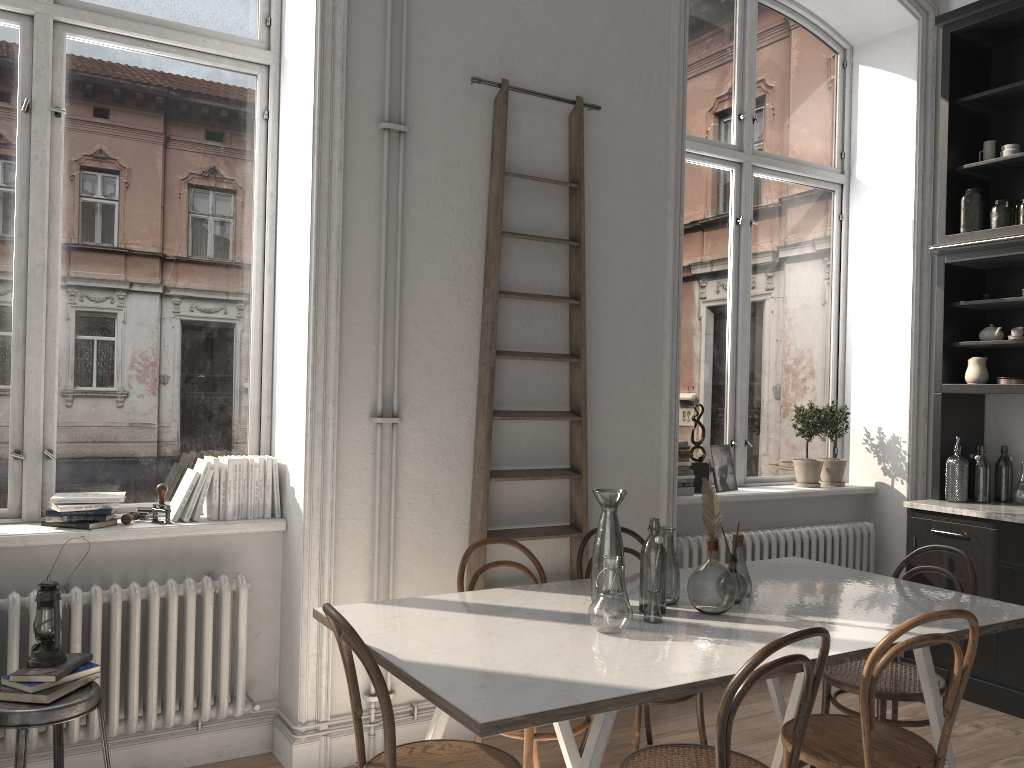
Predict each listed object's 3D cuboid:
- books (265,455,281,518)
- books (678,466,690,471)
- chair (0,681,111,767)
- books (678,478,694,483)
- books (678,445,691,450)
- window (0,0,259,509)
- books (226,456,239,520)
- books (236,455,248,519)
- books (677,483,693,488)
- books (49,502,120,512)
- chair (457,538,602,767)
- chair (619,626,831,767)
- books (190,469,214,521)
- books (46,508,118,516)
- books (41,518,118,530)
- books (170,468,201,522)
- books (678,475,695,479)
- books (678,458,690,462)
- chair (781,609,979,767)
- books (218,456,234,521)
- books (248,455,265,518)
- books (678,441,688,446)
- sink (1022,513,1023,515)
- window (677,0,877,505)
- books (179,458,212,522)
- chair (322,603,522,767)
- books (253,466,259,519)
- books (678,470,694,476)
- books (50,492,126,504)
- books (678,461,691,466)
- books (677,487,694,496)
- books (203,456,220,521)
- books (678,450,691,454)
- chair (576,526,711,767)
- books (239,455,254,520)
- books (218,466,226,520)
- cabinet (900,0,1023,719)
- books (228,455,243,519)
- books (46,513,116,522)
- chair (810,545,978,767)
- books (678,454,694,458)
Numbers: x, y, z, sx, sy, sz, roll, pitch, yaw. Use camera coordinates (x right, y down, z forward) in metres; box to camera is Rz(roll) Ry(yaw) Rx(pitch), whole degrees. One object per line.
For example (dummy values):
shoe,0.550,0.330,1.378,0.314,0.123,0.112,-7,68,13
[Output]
books,-0.997,0.421,3.668,0.040,0.244,0.174,1,0,-31
books,0.822,0.445,4.741,0.205,0.022,0.155,2,-1,-17
chair,-1.447,1.205,2.715,0.360,0.523,0.364,1,0,33
books,0.815,0.510,4.724,0.249,0.023,0.175,2,-1,-30
books,0.825,0.337,4.742,0.205,0.020,0.155,2,-1,-31
window,-1.790,-0.947,3.368,1.622,2.843,0.013,1,0,-31
books,-1.139,0.417,3.584,0.019,0.244,0.174,1,0,-31
books,-1.115,0.418,3.624,0.024,0.243,0.175,1,0,-31
books,0.815,0.533,4.723,0.249,0.023,0.175,2,-1,-35
books,-1.586,0.449,3.287,0.205,0.020,0.155,2,-1,-41
chair,0.066,1.049,3.175,0.438,0.920,0.549,1,0,-33
chair,0.542,1.053,2.365,0.438,0.920,0.549,1,0,-35
books,-1.241,0.434,3.525,0.072,0.203,0.155,1,0,-31
books,-1.594,0.470,3.296,0.221,0.023,0.147,2,-1,-15
books,-1.605,0.514,3.296,0.221,0.023,0.147,1,-1,18
books,-1.298,0.435,3.495,0.105,0.194,0.155,1,0,-32
books,0.816,0.491,4.742,0.255,0.014,0.192,2,-1,-28
books,0.823,0.400,4.741,0.205,0.022,0.155,2,-1,-36
chair,1.063,1.068,2.634,0.438,0.920,0.549,1,0,-20
books,-1.153,0.417,3.565,0.024,0.243,0.175,1,0,-31
books,-1.057,0.420,3.658,0.024,0.243,0.175,1,0,-31
books,0.816,0.315,4.747,0.201,0.024,0.159,2,-1,-41
sink,2.805,0.599,4.166,0.514,0.504,0.526,2,0,-31
window,5.323,-5.053,11.042,14.386,15.935,26.396,2,0,-31
books,-1.261,0.417,3.511,0.100,0.235,0.174,1,0,-31
chair,-0.237,1.034,2.376,0.549,0.920,0.438,1,0,-23
books,-1.067,0.438,3.629,0.020,0.205,0.155,1,0,-31
books,0.815,0.470,4.742,0.245,0.028,0.193,2,-1,-36
books,-1.579,0.424,3.314,0.244,0.019,0.174,2,-1,-21
books,0.823,0.422,4.748,0.222,0.024,0.158,2,-1,-31
books,0.811,0.566,4.723,0.248,0.043,0.192,2,-1,-31
books,-1.210,0.416,3.567,0.024,0.243,0.175,1,0,-31
books,0.813,0.358,4.735,0.231,0.023,0.162,2,-1,-15
chair,0.518,1.064,3.537,0.438,0.920,0.549,1,0,-24
books,-1.085,0.419,3.616,0.019,0.244,0.174,1,0,-31
books,-1.178,0.435,3.563,0.020,0.205,0.155,1,0,-31
cabinet,3.191,-0.203,3.496,0.635,3.583,3.250,1,0,-31
books,-1.131,0.418,3.609,0.019,0.244,0.174,1,0,-31
books,-1.597,0.492,3.296,0.205,0.022,0.155,1,-1,-11
chair,1.446,1.084,3.356,0.549,0.920,0.438,1,0,-18
books,0.819,0.379,4.739,0.244,0.019,0.174,2,-1,-31
